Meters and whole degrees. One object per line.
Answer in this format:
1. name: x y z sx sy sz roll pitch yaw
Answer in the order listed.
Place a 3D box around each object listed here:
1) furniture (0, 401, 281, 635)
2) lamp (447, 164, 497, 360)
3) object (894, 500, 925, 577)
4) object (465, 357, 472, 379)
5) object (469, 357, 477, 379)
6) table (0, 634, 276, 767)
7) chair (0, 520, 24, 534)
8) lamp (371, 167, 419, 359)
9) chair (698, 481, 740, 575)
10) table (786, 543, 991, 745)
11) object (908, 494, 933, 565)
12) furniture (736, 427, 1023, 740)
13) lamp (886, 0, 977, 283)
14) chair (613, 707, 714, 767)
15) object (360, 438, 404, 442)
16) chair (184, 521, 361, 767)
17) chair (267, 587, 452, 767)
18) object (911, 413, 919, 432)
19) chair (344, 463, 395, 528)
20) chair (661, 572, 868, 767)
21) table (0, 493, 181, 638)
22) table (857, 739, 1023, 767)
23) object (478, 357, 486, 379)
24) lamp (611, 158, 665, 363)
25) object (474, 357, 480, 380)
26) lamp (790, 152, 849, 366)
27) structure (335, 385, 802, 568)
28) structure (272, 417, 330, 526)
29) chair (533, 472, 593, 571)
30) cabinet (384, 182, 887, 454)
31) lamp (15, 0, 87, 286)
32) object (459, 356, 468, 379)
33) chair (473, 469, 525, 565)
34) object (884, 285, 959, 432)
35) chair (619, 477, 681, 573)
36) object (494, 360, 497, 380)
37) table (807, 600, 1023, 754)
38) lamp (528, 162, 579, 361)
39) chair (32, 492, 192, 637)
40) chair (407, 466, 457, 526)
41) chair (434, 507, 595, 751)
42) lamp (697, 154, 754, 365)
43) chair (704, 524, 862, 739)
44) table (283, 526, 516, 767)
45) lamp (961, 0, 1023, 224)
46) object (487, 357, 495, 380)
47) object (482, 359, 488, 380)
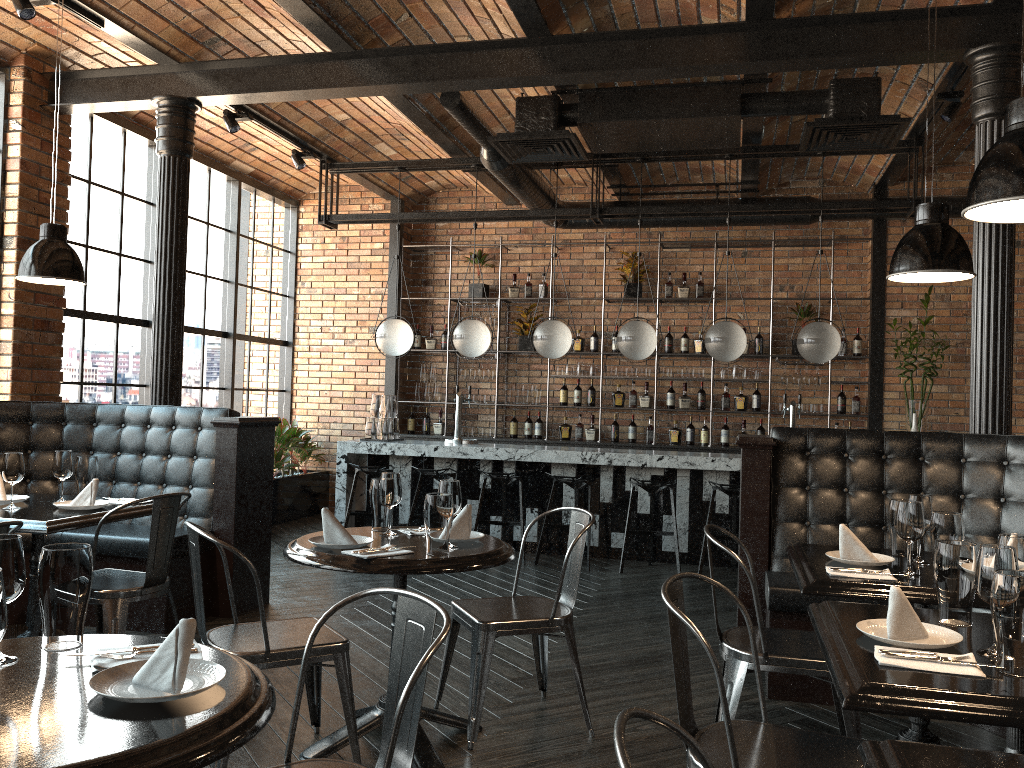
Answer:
1. furniture: -3.080 0.660 3.134 1.979 1.212 5.451 1 -1 14
2. lamp: -0.337 -1.090 7.913 0.340 1.754 0.340 2 -1 -30
3. object: 1.323 0.514 2.953 0.092 0.244 0.092 2 -1 -3
4. object: -0.490 -0.173 9.852 0.092 0.244 0.092 1 -1 20
5. object: -0.424 -0.175 9.665 0.092 0.244 0.092 1 -1 20
6. table: -0.876 0.922 1.563 0.866 0.758 0.866 2 -1 -22
7. chair: -1.941 0.866 2.870 0.558 0.857 0.504 2 -1 9
8. lamp: -1.048 -1.108 8.092 0.340 1.754 0.340 2 -1 -30
9. chair: 1.699 1.111 6.832 0.475 0.737 0.414 1 -1 19
10. table: 1.433 1.021 3.111 0.872 0.758 0.872 1 -1 14
11. object: 1.466 0.523 3.195 0.092 0.244 0.092 1 -1 31
12. furniture: 1.507 0.774 1.974 1.979 1.212 5.451 1 -1 14
13. lamp: 1.515 -1.203 3.175 0.291 1.653 0.291 2 -1 -31
14. chair: 0.400 0.902 1.144 0.558 0.857 0.504 2 -1 4
15. object: -1.194 0.511 8.175 0.273 0.019 0.437 1 -1 14
16. chair: -0.849 0.903 3.080 0.558 0.857 0.504 2 -1 -31
17. chair: -0.439 0.890 1.828 0.558 0.857 0.504 3 -1 -36
18. object: 3.618 0.460 7.779 0.319 0.397 0.316 2 -1 -27
19. chair: -1.185 1.040 7.559 0.475 0.737 0.414 2 -1 4
20. chair: 0.646 0.929 2.165 0.558 0.857 0.504 1 -1 24
21. table: -2.166 0.932 4.034 0.872 0.758 0.872 1 -1 14
22. table: 0.898 0.964 0.985 0.872 0.758 0.872 1 -1 14
23. object: -0.328 -0.173 9.641 0.092 0.244 0.092 1 -1 20
24. lamp: 1.084 -1.055 7.554 0.340 1.754 0.340 2 -1 -30
25. object: -0.383 -0.171 9.825 0.092 0.244 0.092 1 -1 20
26. lamp: 2.504 -1.020 7.196 0.340 1.754 0.340 2 -1 -30
27. structure: 1.282 0.778 8.089 5.346 1.430 1.930 1 -1 14
28. structure: -2.710 0.836 8.010 0.757 1.072 4.107 1 -1 13
29. chair: 0.477 1.081 7.140 0.475 0.737 0.414 1 -1 24
30. cabinet: 0.270 -0.337 9.549 7.075 3.779 0.564 1 -1 14
31. lamp: -2.087 -1.294 4.084 0.291 1.653 0.291 2 -1 -31
32. object: -0.530 -0.178 9.692 0.092 0.244 0.092 1 -1 20
33. chair: -0.086 1.067 7.282 0.475 0.737 0.414 2 -1 9
34. object: 3.743 -0.108 8.140 0.673 1.546 0.584 3 -1 -37
35. chair: 1.099 1.096 6.983 0.475 0.737 0.414 2 -1 9
36. object: -0.187 -0.166 9.775 0.092 0.244 0.092 1 -1 20
37. table: 1.164 0.993 2.041 0.872 0.758 0.872 1 -1 14
38. lamp: 0.373 -1.073 7.734 0.340 1.754 0.340 2 -1 -30
39. chair: -1.743 0.892 3.896 0.558 0.857 0.504 1 -1 19
40. chair: -0.632 1.053 7.420 0.475 0.737 0.414 1 -1 19
41. chair: 0.028 0.939 3.605 0.558 0.857 0.504 2 -1 -21
42. lamp: 1.794 -1.037 7.375 0.340 1.754 0.340 2 -1 -30
43. chair: 0.967 0.959 3.199 0.558 0.857 0.504 1 -1 14
44. table: -0.428 0.970 3.343 0.866 0.758 0.866 2 -1 -22
45. lamp: 1.246 -1.232 2.107 0.291 1.653 0.291 2 -1 -31
46. object: -0.227 -0.170 9.615 0.092 0.244 0.092 1 -1 20
47. object: -0.287 -0.168 9.801 0.092 0.244 0.092 1 -1 20
